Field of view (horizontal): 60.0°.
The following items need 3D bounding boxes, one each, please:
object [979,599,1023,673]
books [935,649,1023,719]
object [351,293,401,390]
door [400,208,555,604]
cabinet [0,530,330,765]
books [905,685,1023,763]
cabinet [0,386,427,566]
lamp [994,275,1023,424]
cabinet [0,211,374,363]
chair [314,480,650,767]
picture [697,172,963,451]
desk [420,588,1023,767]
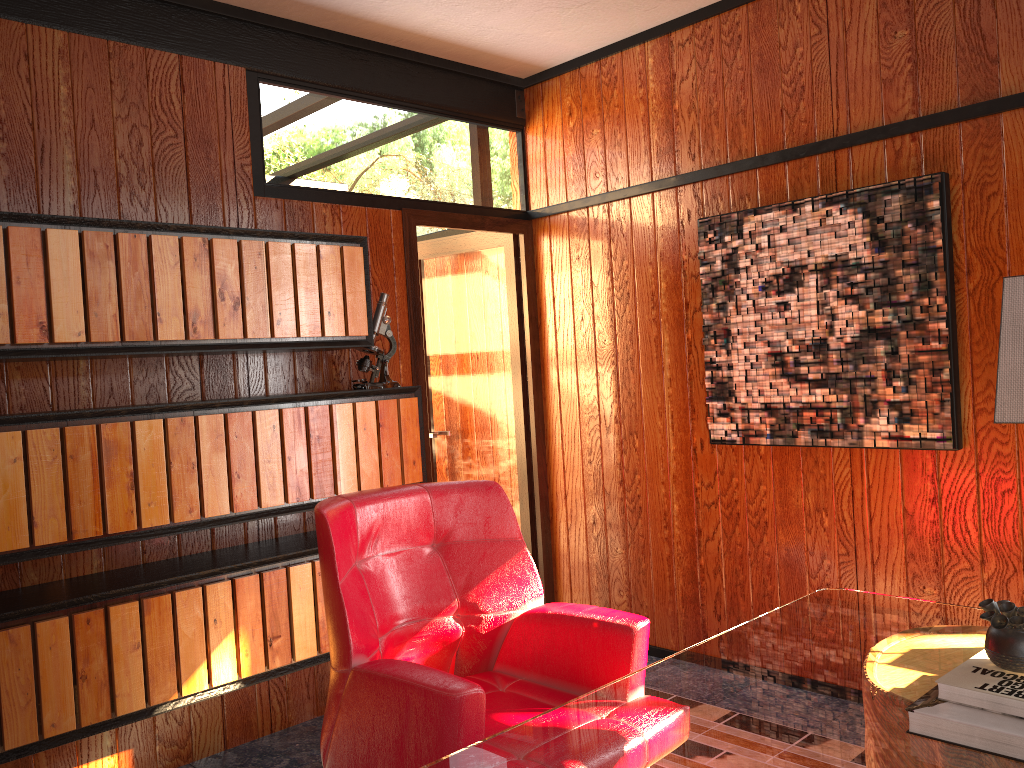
[{"bbox_3d":[0.838,0.415,1.462,0.118,0.114,0.121,-2,1,40],"label":"object"},{"bbox_3d":[0.844,0.486,1.446,0.249,0.029,0.198,-4,1,-42],"label":"books"},{"bbox_3d":[-0.509,-0.160,3.270,0.181,0.354,0.142,-4,1,-7],"label":"object"},{"bbox_3d":[-0.369,0.246,4.157,0.751,1.955,0.734,-4,2,-44],"label":"door"},{"bbox_3d":[-1.133,0.776,2.699,1.653,0.390,0.321,-4,2,-44],"label":"cabinet"},{"bbox_3d":[0.856,0.521,1.432,0.366,0.040,0.286,-4,2,-44],"label":"books"},{"bbox_3d":[-1.020,0.251,2.826,1.653,0.390,0.321,-4,2,-44],"label":"cabinet"},{"bbox_3d":[1.138,0.152,1.672,0.316,0.732,0.316,-4,2,-44],"label":"lamp"},{"bbox_3d":[-1.196,-0.277,2.678,1.653,0.390,0.321,-4,2,-44],"label":"cabinet"},{"bbox_3d":[-0.097,0.743,2.079,0.621,0.956,0.839,-5,2,-44],"label":"chair"},{"bbox_3d":[1.059,-0.214,3.099,0.061,0.873,0.916,-4,2,-44],"label":"picture"},{"bbox_3d":[0.548,0.879,1.247,1.900,0.632,1.150,-4,2,-44],"label":"desk"}]
